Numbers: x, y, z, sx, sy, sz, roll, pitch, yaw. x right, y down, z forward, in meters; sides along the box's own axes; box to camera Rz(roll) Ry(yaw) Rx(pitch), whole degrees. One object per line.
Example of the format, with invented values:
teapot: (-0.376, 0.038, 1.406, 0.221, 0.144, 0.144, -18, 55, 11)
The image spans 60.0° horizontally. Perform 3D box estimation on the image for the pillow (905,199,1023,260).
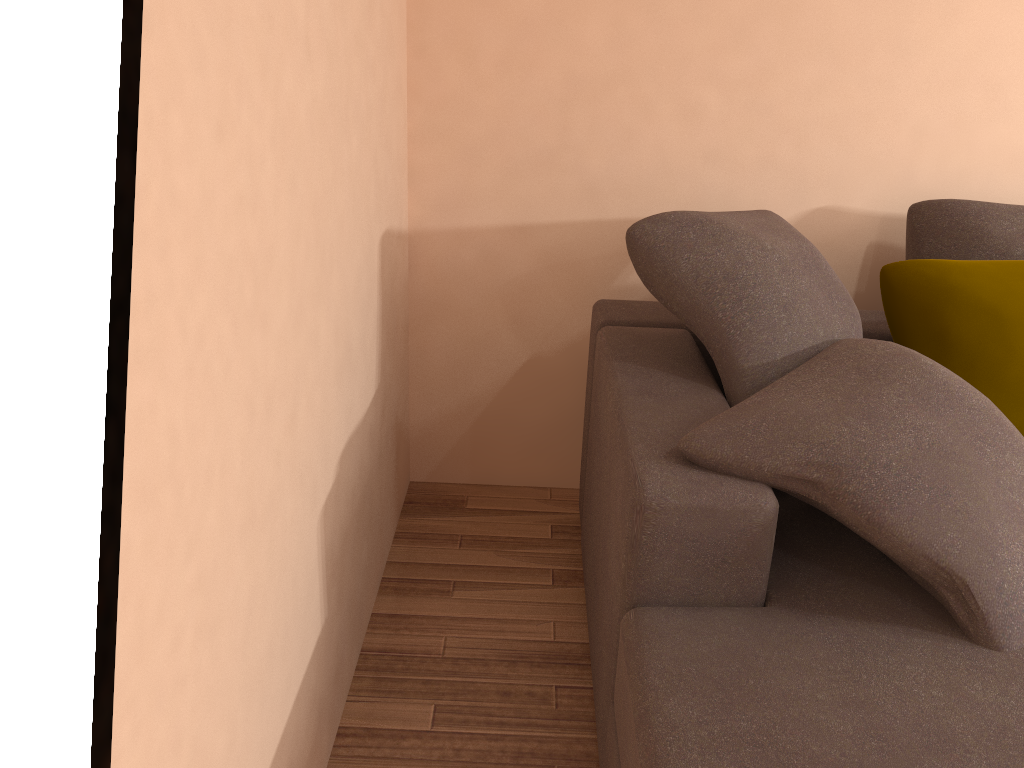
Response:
pillow: (1.493, -0.188, 2.471, 0.787, 0.576, 0.431, 8, 22, 15)

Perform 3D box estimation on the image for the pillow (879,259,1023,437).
pillow: (1.268, -0.060, 2.284, 0.631, 0.486, 0.335, 0, 21, -6)

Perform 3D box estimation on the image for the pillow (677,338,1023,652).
pillow: (0.793, 0.196, 1.750, 0.645, 0.415, 0.792, 19, 27, 37)

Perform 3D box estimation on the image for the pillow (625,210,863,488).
pillow: (0.658, -0.153, 2.245, 0.483, 0.578, 0.806, 19, 27, 37)

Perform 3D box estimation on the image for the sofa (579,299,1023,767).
sofa: (1.976, 0.512, 1.910, 3.565, 0.776, 1.906, 2, 21, 1)
